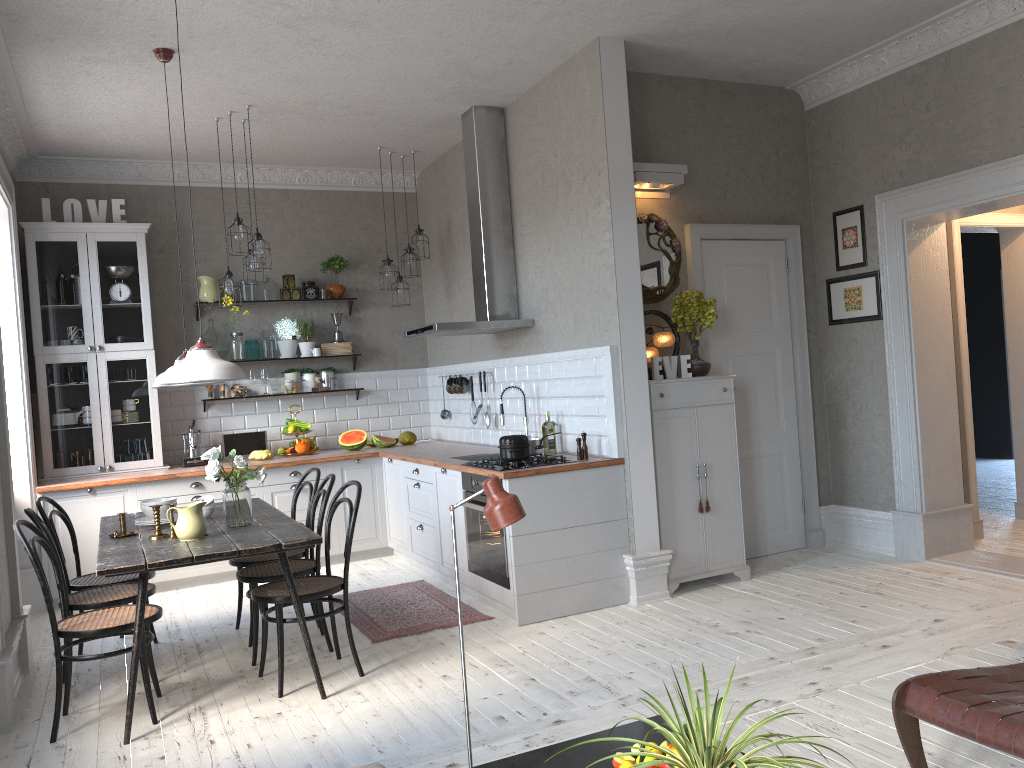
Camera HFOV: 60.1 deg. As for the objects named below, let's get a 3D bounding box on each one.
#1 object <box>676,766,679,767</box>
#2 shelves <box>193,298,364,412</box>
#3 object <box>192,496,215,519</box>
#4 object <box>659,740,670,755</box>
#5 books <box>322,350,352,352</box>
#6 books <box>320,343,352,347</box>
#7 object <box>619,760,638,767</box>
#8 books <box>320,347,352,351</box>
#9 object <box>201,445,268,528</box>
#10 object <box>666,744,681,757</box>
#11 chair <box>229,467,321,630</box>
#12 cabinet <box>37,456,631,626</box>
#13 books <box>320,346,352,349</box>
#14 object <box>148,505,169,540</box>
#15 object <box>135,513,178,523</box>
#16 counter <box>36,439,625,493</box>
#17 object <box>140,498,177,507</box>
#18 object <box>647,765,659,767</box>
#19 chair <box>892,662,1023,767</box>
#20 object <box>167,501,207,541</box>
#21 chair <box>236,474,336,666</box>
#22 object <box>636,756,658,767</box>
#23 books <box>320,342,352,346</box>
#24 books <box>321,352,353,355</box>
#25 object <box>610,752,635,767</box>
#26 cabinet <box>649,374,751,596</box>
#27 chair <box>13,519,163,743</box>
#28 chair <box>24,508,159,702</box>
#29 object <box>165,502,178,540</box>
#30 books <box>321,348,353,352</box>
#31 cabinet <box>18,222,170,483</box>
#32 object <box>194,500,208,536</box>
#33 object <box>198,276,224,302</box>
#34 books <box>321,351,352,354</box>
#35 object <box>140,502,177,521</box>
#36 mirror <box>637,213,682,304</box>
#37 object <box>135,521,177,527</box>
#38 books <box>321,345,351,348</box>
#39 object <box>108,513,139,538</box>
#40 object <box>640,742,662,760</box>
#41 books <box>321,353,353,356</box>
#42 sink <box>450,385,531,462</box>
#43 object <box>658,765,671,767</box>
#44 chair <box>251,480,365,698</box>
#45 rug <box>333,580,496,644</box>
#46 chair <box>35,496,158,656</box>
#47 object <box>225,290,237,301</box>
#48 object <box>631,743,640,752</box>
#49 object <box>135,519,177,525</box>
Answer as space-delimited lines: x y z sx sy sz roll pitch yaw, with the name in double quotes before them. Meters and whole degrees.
"object" 0.444 1.001 2.270 0.061 0.063 0.062 -4 1 6
"shelves" -1.960 -0.242 7.525 1.339 0.923 0.225 -4 1 -26
"object" -1.674 0.671 4.794 0.125 0.119 0.127 -4 1 -9
"object" 0.431 1.014 2.465 0.047 0.037 0.066 -4 0 2
"books" -1.534 -0.285 7.740 0.264 0.016 0.156 -4 0 -17
"books" -1.538 -0.339 7.739 0.264 0.016 0.156 -4 0 -17
"object" 0.305 1.014 2.314 0.058 0.058 0.057 -5 1 -42
"books" -1.536 -0.307 7.740 0.265 0.011 0.155 -4 0 -23
"object" -1.372 0.504 4.403 0.317 0.414 0.247 -4 1 -27
"object" 0.453 1.000 2.392 0.074 0.064 0.075 -4 0 6
"chair" -1.376 0.980 5.204 0.559 0.920 0.430 -4 1 -28
"cabinet" -1.084 0.978 6.337 4.137 0.854 2.015 -4 0 20
"books" -1.537 -0.317 7.739 0.265 0.011 0.155 -4 0 -20
"object" -1.694 0.650 4.229 0.098 0.172 0.094 -5 1 -44
"object" -1.853 0.714 4.660 0.238 0.027 0.237 -4 0 -2
"counter" -1.466 0.597 6.000 3.215 0.039 3.333 -4 0 -25
"object" -1.857 0.658 4.659 0.183 0.094 0.176 -4 1 -34
"object" 0.361 1.011 2.281 0.059 0.056 0.059 -5 1 -38
"chair" 1.692 0.877 2.639 1.034 0.721 0.499 -4 1 -26
"object" -1.499 0.638 4.115 0.133 0.170 0.152 -4 1 26
"chair" -1.197 0.970 4.762 0.556 0.920 0.432 -4 1 -18
"object" 0.358 1.010 2.349 0.060 0.058 0.062 -4 1 20
"books" -1.539 -0.350 7.739 0.265 0.011 0.155 -4 0 -20
"books" -1.533 -0.264 7.740 0.265 0.011 0.155 -4 0 -20
"object" 0.303 1.023 2.389 0.065 0.039 0.065 -4 0 -19
"cabinet" 1.078 0.611 5.561 0.677 1.297 0.377 -4 1 -26
"chair" -1.833 1.022 3.886 0.556 0.920 0.432 -4 1 -18
"chair" -2.061 1.035 4.382 0.559 0.920 0.430 -4 1 -28
"object" -1.609 0.644 4.191 0.062 0.172 0.062 -4 1 -4
"books" -1.535 -0.296 7.740 0.265 0.011 0.155 -4 0 -20
"cabinet" -3.178 -0.240 6.785 0.894 1.921 0.381 -4 1 -26
"object" -1.482 0.638 4.214 0.060 0.167 0.059 -4 1 -12
"object" -2.462 -0.768 7.237 0.192 0.216 0.171 -4 1 -11
"books" -1.533 -0.274 7.740 0.263 0.016 0.156 -4 0 -13
"object" -1.855 0.678 4.659 0.183 0.094 0.176 -4 1 -34
"mirror" 0.893 -0.820 5.753 0.542 0.593 0.070 -4 1 -26
"object" -1.851 0.731 4.660 0.239 0.027 0.236 -4 0 -7
"books" -1.537 -0.328 7.739 0.263 0.016 0.156 -4 0 -13
"object" -1.923 0.695 4.378 0.142 0.112 0.136 -5 1 -43
"object" 0.379 1.006 2.409 0.061 0.062 0.062 -5 1 -44
"books" -1.532 -0.252 7.740 0.265 0.011 0.155 -4 0 -23
"sink" -0.107 0.374 5.952 0.537 0.720 0.478 -4 1 -25
"object" 0.414 1.006 2.324 0.058 0.058 0.057 -4 1 -34
"chair" -0.976 0.957 4.286 0.559 0.920 0.430 -4 1 -28
"rug" -0.677 1.378 5.477 0.749 0.014 1.267 -4 0 -25
"chair" -2.242 1.045 4.826 0.554 0.920 0.433 -4 1 -13
"object" -2.335 -0.725 7.360 0.105 0.111 0.101 -4 1 -25
"object" 0.360 1.020 2.475 0.048 0.036 0.060 -4 0 -14
"object" -1.852 0.722 4.660 0.233 0.027 0.242 -4 0 33
